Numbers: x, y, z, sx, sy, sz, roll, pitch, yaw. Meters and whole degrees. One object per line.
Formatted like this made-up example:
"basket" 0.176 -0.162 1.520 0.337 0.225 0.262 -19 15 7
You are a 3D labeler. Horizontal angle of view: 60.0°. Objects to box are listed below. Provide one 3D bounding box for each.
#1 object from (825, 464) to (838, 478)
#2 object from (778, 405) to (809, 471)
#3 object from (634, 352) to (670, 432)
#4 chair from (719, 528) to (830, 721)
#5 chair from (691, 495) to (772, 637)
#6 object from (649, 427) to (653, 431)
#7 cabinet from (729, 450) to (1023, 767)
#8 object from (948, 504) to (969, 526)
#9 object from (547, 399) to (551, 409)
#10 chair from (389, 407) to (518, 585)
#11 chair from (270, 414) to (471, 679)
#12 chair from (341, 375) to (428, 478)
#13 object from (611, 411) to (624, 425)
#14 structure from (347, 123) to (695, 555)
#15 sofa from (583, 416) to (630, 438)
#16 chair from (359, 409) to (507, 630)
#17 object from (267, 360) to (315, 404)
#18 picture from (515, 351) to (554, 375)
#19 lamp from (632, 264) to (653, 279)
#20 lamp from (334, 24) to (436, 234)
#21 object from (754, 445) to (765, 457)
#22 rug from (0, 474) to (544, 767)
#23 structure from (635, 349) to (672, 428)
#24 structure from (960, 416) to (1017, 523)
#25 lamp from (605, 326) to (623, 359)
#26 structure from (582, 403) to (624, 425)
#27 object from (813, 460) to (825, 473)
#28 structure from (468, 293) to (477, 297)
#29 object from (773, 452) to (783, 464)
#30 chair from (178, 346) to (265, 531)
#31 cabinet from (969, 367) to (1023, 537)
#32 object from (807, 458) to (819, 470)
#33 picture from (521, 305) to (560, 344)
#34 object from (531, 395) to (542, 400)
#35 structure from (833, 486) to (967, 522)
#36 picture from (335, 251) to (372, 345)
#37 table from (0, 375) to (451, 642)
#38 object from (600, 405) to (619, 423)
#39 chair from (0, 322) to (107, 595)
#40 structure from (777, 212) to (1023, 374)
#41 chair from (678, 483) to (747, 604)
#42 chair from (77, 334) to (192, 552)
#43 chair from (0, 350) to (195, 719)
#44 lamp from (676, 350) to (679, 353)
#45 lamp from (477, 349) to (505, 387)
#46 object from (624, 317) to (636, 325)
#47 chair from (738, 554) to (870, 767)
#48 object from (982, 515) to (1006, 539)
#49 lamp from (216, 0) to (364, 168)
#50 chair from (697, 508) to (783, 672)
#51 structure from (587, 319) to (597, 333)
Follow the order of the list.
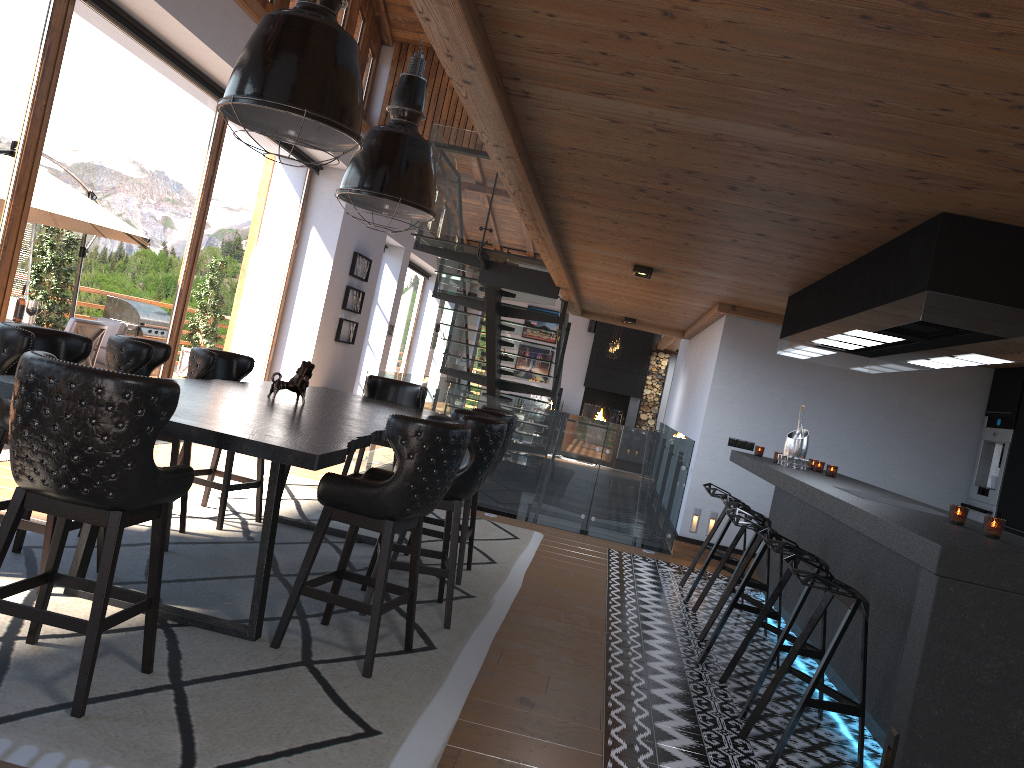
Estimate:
"object" 2.244 0.612 6.224 0.080 0.081 0.078 12 0 -29
"object" 2.056 0.380 6.370 0.225 0.452 0.225 12 0 6
"object" 3.348 0.505 21.591 0.493 2.612 0.467 12 0 6
"chair" 1.376 1.187 4.354 0.469 0.839 0.539 12 0 3
"chair" 1.534 1.203 5.846 0.469 0.839 0.539 12 0 3
"object" 3.216 1.414 21.258 0.269 0.795 0.262 12 0 -11
"cabinet" 1.908 1.160 5.085 0.887 1.103 4.811 12 1 6
"object" 1.989 0.585 3.954 0.080 0.081 0.078 12 0 -39
"object" 1.009 0.547 21.768 0.338 0.455 0.336 12 0 31
"chair" -0.349 0.669 5.620 0.567 1.092 0.505 12 0 5
"chair" -0.565 0.654 3.846 0.565 1.092 0.506 12 0 15
"chair" -1.023 0.507 6.937 0.503 1.092 0.569 12 0 5
"object" 2.459 1.133 21.136 0.311 1.018 0.304 12 0 -39
"structure" -2.466 0.319 10.429 9.192 6.398 11.048 12 0 6
"sofa" 1.499 1.064 16.941 2.561 0.838 1.241 12 0 5
"chair" -0.408 0.668 4.657 0.570 1.092 0.502 12 0 -10
"object" -1.225 -0.025 4.913 0.223 0.253 0.115 12 0 -32
"picture" 0.537 -0.506 22.113 0.878 0.816 0.036 12 0 5
"lamp" 1.041 -0.901 7.069 0.155 0.068 0.261 12 1 6
"lamp" -0.305 -3.229 5.410 0.628 4.685 0.615 12 0 -39
"object" 2.037 0.554 7.302 0.078 0.081 0.080 12 0 41
"rug" -1.241 1.039 5.261 2.546 0.047 5.643 12 1 6
"structure" 3.355 0.500 21.581 0.501 2.617 0.513 12 0 6
"structure" 4.189 0.760 7.685 0.255 0.945 0.598 12 0 6
"lamp" 2.376 -1.641 19.091 0.262 2.202 0.802 12 0 -3
"structure" 2.183 0.810 21.545 0.980 0.514 0.184 12 0 5
"object" 2.287 0.617 6.606 0.080 0.081 0.078 12 0 -29
"structure" -1.014 -2.098 22.211 0.213 0.349 0.214 12 0 6
"object" 1.996 0.553 6.630 0.080 0.081 0.078 12 0 -29
"chair" -1.882 0.346 5.711 0.565 1.092 0.506 12 0 15
"cabinet" 4.003 0.964 4.777 0.542 2.380 6.443 12 1 6
"object" 2.308 0.619 6.795 0.080 0.081 0.078 12 0 -29
"picture" 0.747 -1.478 22.119 0.878 0.816 0.036 12 0 5
"object" 0.585 0.428 21.743 0.261 0.532 0.423 12 0 -25
"structure" 2.012 0.632 4.660 0.503 0.017 0.611 12 1 6
"picture" -2.326 -1.244 13.050 0.059 1.312 0.775 12 0 6
"table" -1.240 0.578 4.948 1.426 0.949 3.804 12 1 6
"object" 1.995 0.802 18.445 0.404 0.808 0.623 12 0 17
"chair" -2.094 0.312 3.937 0.567 1.092 0.505 12 0 5
"structure" 2.278 -0.404 5.281 0.709 0.476 3.257 12 1 6
"chair" 1.576 1.202 6.603 0.468 0.839 0.540 12 0 6
"chair" -2.035 0.313 4.901 0.570 1.092 0.502 12 0 -10
"chair" -1.420 0.471 2.921 0.503 1.092 0.569 12 0 5
"lamp" 3.913 -0.759 20.708 0.155 0.068 0.261 12 1 6
"lamp" -0.729 -0.007 21.059 0.523 1.899 1.333 12 0 27
"object" 1.571 -0.844 11.792 0.155 0.068 0.261 12 1 6
"chair" 1.263 1.172 3.585 0.468 0.839 0.540 12 0 7
"object" 1.948 0.581 3.589 0.080 0.081 0.078 12 0 -39
"lamp" -0.483 -3.248 3.825 0.628 4.685 0.615 12 0 -39
"chair" 1.377 1.178 5.072 0.467 0.839 0.541 12 0 12
"structure" 1.998 -1.443 21.929 0.213 0.349 0.214 12 0 6
